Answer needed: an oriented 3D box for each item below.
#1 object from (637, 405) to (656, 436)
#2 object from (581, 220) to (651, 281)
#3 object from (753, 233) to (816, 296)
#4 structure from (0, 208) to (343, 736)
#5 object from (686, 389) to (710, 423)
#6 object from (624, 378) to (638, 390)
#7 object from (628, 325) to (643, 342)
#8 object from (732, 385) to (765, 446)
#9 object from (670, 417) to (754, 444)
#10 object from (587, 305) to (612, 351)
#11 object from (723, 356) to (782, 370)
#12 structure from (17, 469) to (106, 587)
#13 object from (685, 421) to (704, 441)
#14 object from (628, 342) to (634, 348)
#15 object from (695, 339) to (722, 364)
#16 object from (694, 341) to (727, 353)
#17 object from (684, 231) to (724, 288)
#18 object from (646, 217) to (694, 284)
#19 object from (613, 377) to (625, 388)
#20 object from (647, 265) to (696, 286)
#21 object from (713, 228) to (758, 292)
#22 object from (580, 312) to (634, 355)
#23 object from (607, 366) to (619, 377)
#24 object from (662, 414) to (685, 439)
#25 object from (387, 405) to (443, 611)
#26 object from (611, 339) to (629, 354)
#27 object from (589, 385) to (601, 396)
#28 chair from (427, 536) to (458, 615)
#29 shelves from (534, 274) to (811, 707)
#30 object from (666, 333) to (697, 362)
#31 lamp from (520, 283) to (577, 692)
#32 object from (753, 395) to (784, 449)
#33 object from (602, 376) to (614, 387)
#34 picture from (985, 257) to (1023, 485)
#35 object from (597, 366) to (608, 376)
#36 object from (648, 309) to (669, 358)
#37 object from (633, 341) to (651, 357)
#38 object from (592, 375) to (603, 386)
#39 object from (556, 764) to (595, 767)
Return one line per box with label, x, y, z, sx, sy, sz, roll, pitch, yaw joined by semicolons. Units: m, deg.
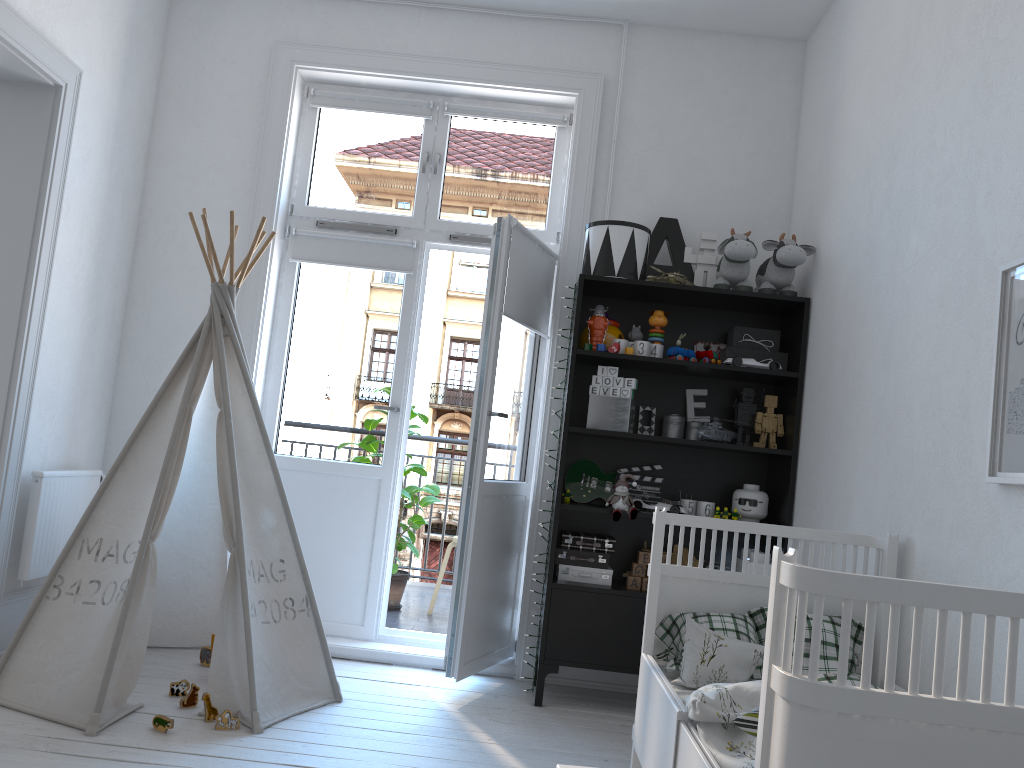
object;0.569;0.161;3.749;0.070;0.134;0.028;6;-5;1
object;0.460;-0.525;3.737;0.272;0.259;0.395;4;-6;30
object;1.055;-0.464;3.607;0.211;0.253;0.387;8;-5;-15
structure;-1.117;0.204;3.213;1.143;1.748;1.143;8;-5;-23
object;0.787;0.094;3.760;0.107;0.151;0.055;6;-5;1
object;0.473;0.000;3.519;0.040;0.040;0.040;4;-5;26
object;0.515;-0.168;3.720;0.063;0.160;0.063;8;-5;-20
object;0.967;0.133;3.646;0.117;0.259;0.081;6;-5;1
object;0.824;0.190;3.592;0.368;0.105;0.349;6;-5;3
object;0.353;-0.221;3.580;0.105;0.203;0.072;6;-5;9
object;0.958;-0.079;3.536;0.230;0.048;0.098;7;-5;-9
structure;-1.746;0.569;3.509;0.075;0.460;0.636;6;-5;-2
object;0.771;0.193;3.625;0.078;0.091;0.246;7;-5;-4
object;0.487;-0.134;3.614;0.067;0.067;0.067;8;-5;-25
object;0.801;-0.127;3.631;0.087;0.112;0.122;9;-5;-28
object;0.950;-0.103;3.784;0.347;0.131;0.037;6;-5;1
object;0.825;-0.497;3.774;0.190;0.290;0.065;6;-5;6
object;0.656;-0.540;3.811;0.343;0.344;0.057;6;-5;1
object;0.430;-0.004;3.531;0.040;0.040;0.040;3;-6;31
object;0.642;-0.435;3.618;0.121;0.100;0.338;3;-6;36
object;0.904;-0.480;3.606;0.154;0.253;0.370;6;-5;9
object;0.387;-0.207;3.649;0.197;0.197;0.318;6;-5;-2
object;0.404;-0.047;3.543;0.040;0.040;0.040;5;-5;11
object;0.676;0.182;3.711;0.095;0.110;0.095;6;-5;6
object;-0.704;0.633;5.012;0.720;1.224;0.489;5;-5;11
object;0.433;-0.144;3.572;0.067;0.067;0.067;6;-5;2
object;0.334;0.028;3.555;0.040;0.040;0.040;5;-5;16
chair;-0.137;0.949;4.952;0.498;0.715;0.436;11;-6;-44
shelves;0.631;0.458;3.591;0.911;1.676;0.353;6;-5;1
object;0.691;-0.142;3.592;0.121;0.126;0.087;8;-5;-21
lamp;0.606;0.457;3.655;0.985;1.683;0.095;6;-5;-1
object;1.039;0.155;3.580;0.114;0.221;0.052;6;-5;1
object;0.387;-0.008;3.544;0.040;0.040;0.040;4;-5;21
picture;1.091;-0.053;1.648;0.030;0.492;0.704;6;-5;1
object;0.364;-0.050;3.555;0.040;0.040;0.040;6;-5;6
object;0.587;-0.198;3.598;0.077;0.213;0.077;3;-6;35
object;0.520;-0.136;3.555;0.067;0.067;0.067;6;-5;2
object;0.343;-0.011;3.557;0.040;0.040;0.040;5;-5;11
object;0.112;0.969;1.833;0.288;0.245;0.332;7;-5;-4
